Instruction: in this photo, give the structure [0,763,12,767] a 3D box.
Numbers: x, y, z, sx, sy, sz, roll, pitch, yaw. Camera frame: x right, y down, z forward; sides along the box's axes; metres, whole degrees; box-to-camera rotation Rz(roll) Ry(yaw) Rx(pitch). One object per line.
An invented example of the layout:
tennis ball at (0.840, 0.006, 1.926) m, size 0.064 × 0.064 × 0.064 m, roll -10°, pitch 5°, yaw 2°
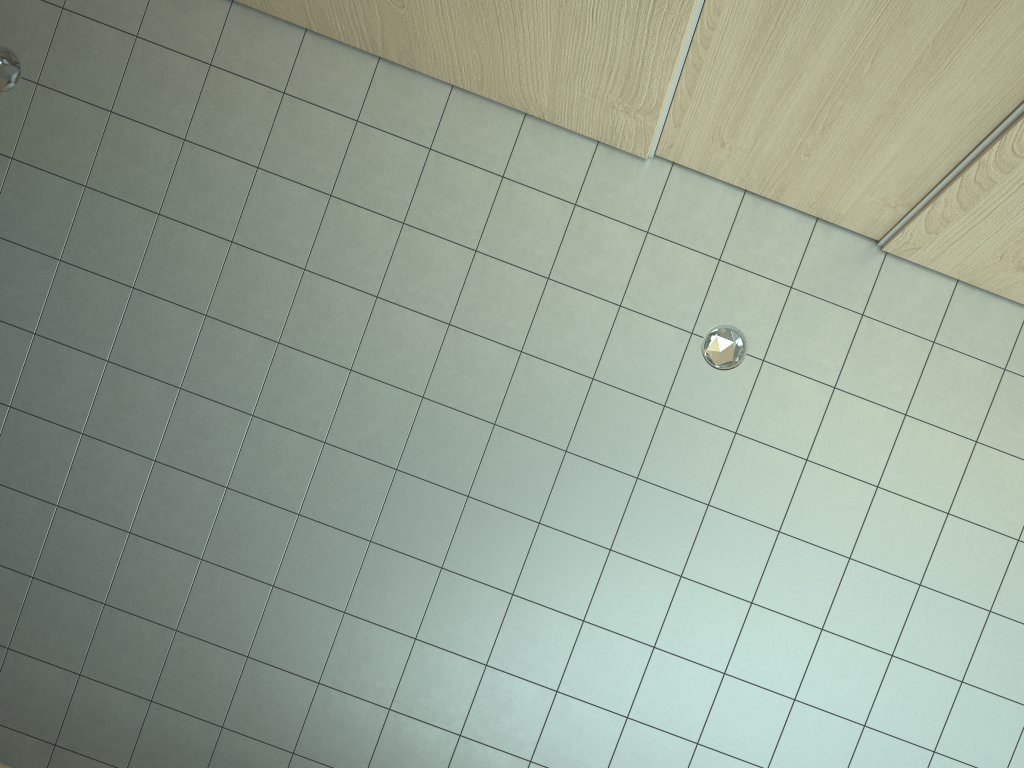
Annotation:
structure at (-0.520, 2.464, 1.870) m, size 12.531 × 4.379 × 1.857 m, roll 21°, pitch 79°, yaw 0°
